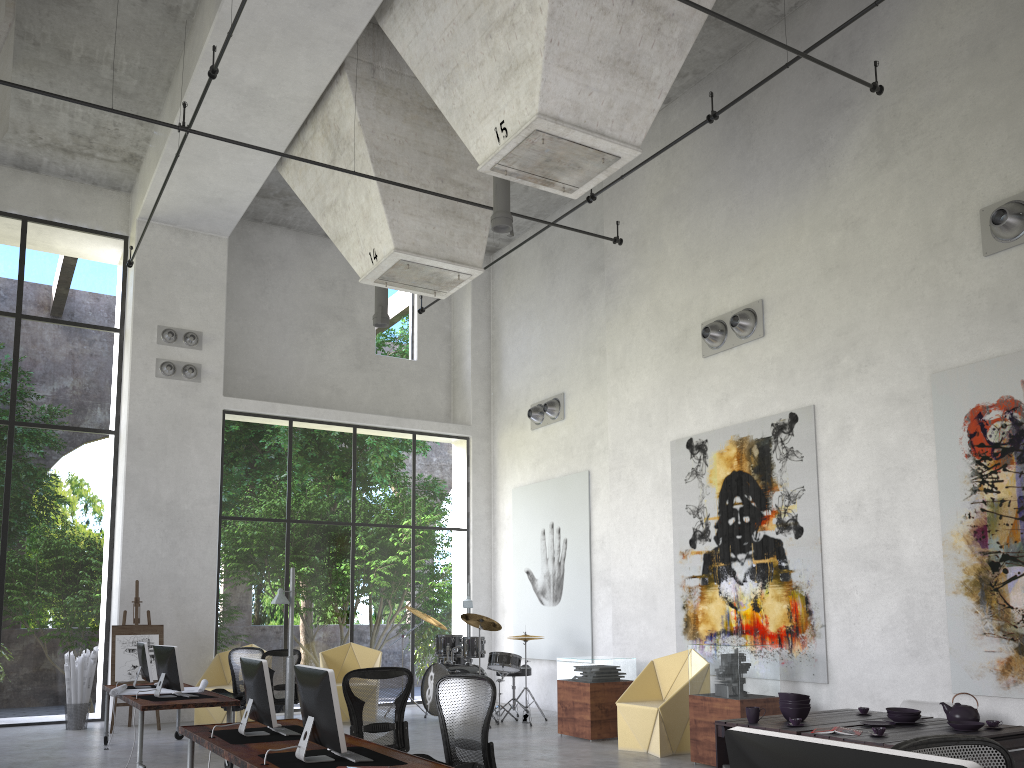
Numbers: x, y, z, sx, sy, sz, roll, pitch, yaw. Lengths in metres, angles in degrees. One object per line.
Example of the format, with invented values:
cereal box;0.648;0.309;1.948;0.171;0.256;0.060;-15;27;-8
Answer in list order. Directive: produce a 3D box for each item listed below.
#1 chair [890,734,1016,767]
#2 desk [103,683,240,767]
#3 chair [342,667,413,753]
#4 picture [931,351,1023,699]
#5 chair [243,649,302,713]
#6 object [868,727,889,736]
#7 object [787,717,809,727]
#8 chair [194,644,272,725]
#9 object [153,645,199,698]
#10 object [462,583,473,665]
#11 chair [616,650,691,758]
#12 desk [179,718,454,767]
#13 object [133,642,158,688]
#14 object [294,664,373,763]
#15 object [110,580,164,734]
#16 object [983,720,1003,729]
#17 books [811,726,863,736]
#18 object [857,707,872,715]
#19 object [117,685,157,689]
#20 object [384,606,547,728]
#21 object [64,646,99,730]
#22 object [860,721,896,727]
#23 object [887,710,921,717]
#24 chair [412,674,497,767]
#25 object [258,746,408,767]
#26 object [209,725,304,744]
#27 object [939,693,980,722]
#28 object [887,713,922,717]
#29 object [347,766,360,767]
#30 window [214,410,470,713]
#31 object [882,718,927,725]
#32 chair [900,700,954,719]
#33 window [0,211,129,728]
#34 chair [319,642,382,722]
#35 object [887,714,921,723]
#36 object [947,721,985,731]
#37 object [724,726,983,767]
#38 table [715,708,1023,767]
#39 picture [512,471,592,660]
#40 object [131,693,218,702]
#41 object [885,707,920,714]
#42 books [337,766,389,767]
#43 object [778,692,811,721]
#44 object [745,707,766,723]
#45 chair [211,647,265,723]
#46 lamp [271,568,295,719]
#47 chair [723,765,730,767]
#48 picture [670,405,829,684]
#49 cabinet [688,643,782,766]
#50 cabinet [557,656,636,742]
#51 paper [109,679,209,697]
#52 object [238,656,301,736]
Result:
chair;1.497;1.652;2.543;0.777;1.162;0.802;8;-13;-42
desk;-3.997;3.908;10.089;0.979;0.709;3.188;7;-16;-30
chair;-1.169;2.833;6.963;0.801;1.162;0.779;-9;-13;42
picture;4.627;1.129;7.342;0.020;2.961;2.256;4;-11;-30
chair;-3.003;3.867;10.846;0.795;1.162;0.784;-4;-10;22
object;2.351;2.236;5.653;0.139;0.055;0.118;-10;-16;33
object;1.999;2.375;6.171;0.118;0.055;0.139;-13;-19;43
chair;-4.180;4.518;13.225;0.981;1.147;0.953;-4;-11;17
object;-3.684;3.134;9.600;0.380;0.542;0.725;7;-14;-39
object;-0.751;4.562;15.384;0.579;2.112;0.607;-1;-8;4
chair;1.807;3.707;10.300;0.940;1.147;0.996;6;-12;-32
desk;-1.428;2.764;5.810;0.979;0.709;3.188;7;-16;-30
object;-4.486;3.487;10.920;0.379;0.542;0.728;5;-13;-29
object;-1.105;1.999;5.351;0.379;0.542;0.728;5;-13;-29
object;-5.397;3.883;12.632;0.697;2.104;0.694;4;-9;-30
object;3.261;2.309;5.953;0.117;0.055;0.140;-5;-14;19
books;2.162;2.303;5.846;0.306;0.029;0.227;-8;-16;26
object;2.750;2.546;6.842;0.138;0.055;0.119;3;-14;-15
object;-4.481;3.763;10.885;0.691;0.008;0.865;8;-17;-28
object;-0.598;4.359;13.840;3.007;1.709;1.903;-12;-16;42
object;-6.231;4.380;12.659;0.444;1.187;0.417;-6;-10;36
object;2.558;2.380;6.144;0.236;0.019;0.238;10;-18;-34
object;2.803;2.364;6.279;0.230;0.061;0.233;10;-17;-34
chair;-0.431;2.493;5.688;0.774;1.162;0.806;-5;-11;27
object;-1.100;2.275;5.316;0.691;0.008;0.865;8;-17;-28
object;-1.806;2.586;6.480;0.691;0.008;0.865;8;-17;-28
object;3.150;2.276;6.146;0.213;0.228;0.222;6;-13;-32
object;2.801;2.376;6.274;0.231;0.061;0.232;10;-17;-34
object;-0.816;2.036;4.656;0.150;0.011;0.011;-8;-13;27
window;-2.744;3.098;15.130;4.587;4.800;0.020;6;-10;-31
object;2.802;2.412;6.272;0.298;0.023;0.300;-11;-18;35
chair;3.376;3.081;7.313;0.702;0.803;0.781;-10;-15;43
window;-8.849;1.015;12.494;5.994;7.702;0.068;6;-9;-31
chair;-2.494;4.605;13.600;0.980;1.147;0.955;2;-10;-11
object;2.800;2.391;6.274;0.229;0.046;0.234;-5;-15;18
object;3.044;2.295;5.890;0.231;0.046;0.233;-11;-18;35
object;0.867;1.130;2.102;0.379;0.542;0.728;5;-13;-29
table;2.561;2.804;6.198;1.514;0.779;1.631;7;-15;-30
picture;0.624;3.112;14.778;0.020;2.961;2.377;4;-11;-30
object;-3.679;3.410;9.566;0.694;0.008;0.862;11;-19;-38
object;2.797;2.354;6.284;0.230;0.057;0.233;8;-17;-30
books;-0.804;2.065;4.652;0.285;0.051;0.207;-1;-14;1
object;2.089;2.382;6.490;0.215;0.210;0.196;6;-12;-29
object;1.761;2.405;6.378;0.101;0.107;0.131;8;-15;-39
chair;-3.536;3.984;11.278;0.771;1.162;0.809;-2;-10;8
lamp;-2.573;3.208;10.201;0.599;2.112;0.587;4;-9;-31
chair;1.667;2.944;6.148;0.420;0.480;0.447;-1;-11;4
picture;2.725;1.966;10.475;0.020;2.961;2.395;4;-11;-30
cabinet;2.326;3.354;9.171;0.597;1.231;0.755;5;-11;-31
cabinet;1.103;4.080;11.445;0.747;0.994;0.747;6;-12;-31
paper;-4.121;3.569;10.333;1.078;0.103;0.998;5;-16;-20
object;-1.812;2.310;6.515;0.379;0.542;0.728;5;-13;-29
